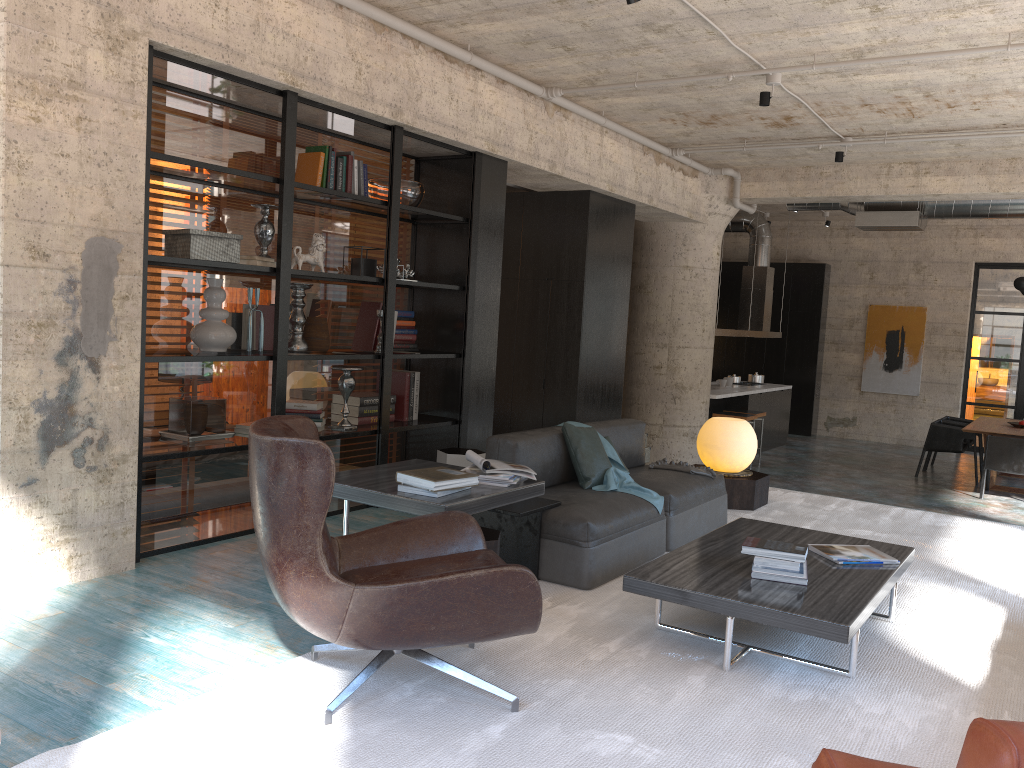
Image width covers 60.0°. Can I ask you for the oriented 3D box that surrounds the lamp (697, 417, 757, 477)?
[{"bbox_3d":[1.678,0.480,6.929,0.462,0.417,0.462,1,5,-29],"label":"lamp"}]

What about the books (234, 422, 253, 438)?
[{"bbox_3d":[-1.550,0.282,5.525,0.231,0.068,0.319,5,5,24],"label":"books"}]

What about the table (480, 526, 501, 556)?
[{"bbox_3d":[-0.226,0.858,4.112,0.316,0.340,0.365,4,4,3],"label":"table"}]

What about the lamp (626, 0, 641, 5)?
[{"bbox_3d":[0.617,-2.025,4.448,0.144,0.252,0.107,1,5,-25],"label":"lamp"}]

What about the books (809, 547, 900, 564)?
[{"bbox_3d":[1.615,0.810,4.194,0.318,0.011,0.252,2,5,-13],"label":"books"}]

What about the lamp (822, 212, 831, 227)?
[{"bbox_3d":[5.138,-2.688,14.487,0.145,0.236,0.107,5,5,16],"label":"lamp"}]

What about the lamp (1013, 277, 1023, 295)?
[{"bbox_3d":[6.803,-1.797,11.248,0.583,1.327,1.813,6,5,32],"label":"lamp"}]

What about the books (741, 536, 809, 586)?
[{"bbox_3d":[1.142,0.757,3.859,0.279,0.116,0.322,5,5,17],"label":"books"}]

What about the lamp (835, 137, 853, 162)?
[{"bbox_3d":[3.117,-2.199,8.329,0.141,0.215,0.107,5,5,15],"label":"lamp"}]

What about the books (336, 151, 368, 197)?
[{"bbox_3d":[-1.099,-1.383,5.893,0.221,0.298,0.258,6,5,32],"label":"books"}]

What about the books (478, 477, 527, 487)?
[{"bbox_3d":[-0.088,0.452,4.282,0.252,0.011,0.318,5,5,19],"label":"books"}]

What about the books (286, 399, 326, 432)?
[{"bbox_3d":[-1.379,0.209,5.807,0.306,0.188,0.257,3,4,-2],"label":"books"}]

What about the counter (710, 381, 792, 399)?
[{"bbox_3d":[3.123,0.063,13.011,1.000,0.046,3.500,6,5,32],"label":"counter"}]

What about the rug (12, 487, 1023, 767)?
[{"bbox_3d":[1.164,1.131,3.789,2.954,0.032,7.768,6,5,32],"label":"rug"}]

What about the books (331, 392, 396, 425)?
[{"bbox_3d":[-1.077,0.174,6.436,0.274,0.197,0.393,6,5,32],"label":"books"}]

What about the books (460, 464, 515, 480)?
[{"bbox_3d":[-0.100,0.420,4.277,0.252,0.011,0.318,4,5,14],"label":"books"}]

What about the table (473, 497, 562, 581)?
[{"bbox_3d":[-0.035,0.807,4.676,0.420,0.390,0.413,6,5,32],"label":"table"}]

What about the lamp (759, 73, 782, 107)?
[{"bbox_3d":[1.862,-2.122,6.390,0.141,0.215,0.107,5,5,15],"label":"lamp"}]

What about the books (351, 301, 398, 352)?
[{"bbox_3d":[-0.983,-0.412,6.391,0.216,0.354,0.256,6,5,32],"label":"books"}]

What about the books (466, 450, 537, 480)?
[{"bbox_3d":[-0.058,0.404,4.345,0.273,0.109,0.322,2,5,-17],"label":"books"}]

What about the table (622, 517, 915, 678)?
[{"bbox_3d":[1.235,0.960,4.079,0.900,0.309,1.500,6,5,32],"label":"table"}]

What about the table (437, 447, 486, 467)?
[{"bbox_3d":[-0.376,0.663,6.507,0.316,0.340,0.365,1,5,-27],"label":"table"}]

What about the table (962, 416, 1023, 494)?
[{"bbox_3d":[6.637,0.940,11.474,1.299,0.756,2.410,6,5,32],"label":"table"}]

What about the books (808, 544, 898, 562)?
[{"bbox_3d":[1.608,0.799,4.197,0.318,0.011,0.252,3,4,-8],"label":"books"}]

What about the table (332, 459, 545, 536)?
[{"bbox_3d":[-0.405,0.731,4.209,0.800,0.570,0.800,6,5,32],"label":"table"}]

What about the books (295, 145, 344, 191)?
[{"bbox_3d":[-1.235,-1.371,5.688,0.216,0.290,0.231,6,5,32],"label":"books"}]

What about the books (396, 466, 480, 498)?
[{"bbox_3d":[-0.328,0.433,3.934,0.278,0.075,0.320,7,6,37],"label":"books"}]

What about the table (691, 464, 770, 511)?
[{"bbox_3d":[1.564,0.808,6.810,0.616,0.230,1.044,6,5,32],"label":"table"}]

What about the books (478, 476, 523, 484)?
[{"bbox_3d":[-0.079,0.441,4.295,0.252,0.011,0.318,4,5,9],"label":"books"}]

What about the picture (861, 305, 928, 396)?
[{"bbox_3d":[6.506,-0.582,15.116,0.928,1.494,0.029,6,5,32],"label":"picture"}]

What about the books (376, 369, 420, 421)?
[{"bbox_3d":[-0.862,0.082,6.710,0.277,0.362,0.191,6,5,27],"label":"books"}]

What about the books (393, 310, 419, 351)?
[{"bbox_3d":[-0.917,-0.407,6.690,0.303,0.303,0.378,6,5,34],"label":"books"}]

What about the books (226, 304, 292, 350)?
[{"bbox_3d":[-1.596,-0.374,5.786,0.147,0.299,0.547,6,5,32],"label":"books"}]

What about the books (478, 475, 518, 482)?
[{"bbox_3d":[-0.095,0.430,4.284,0.252,0.011,0.318,4,5,9],"label":"books"}]

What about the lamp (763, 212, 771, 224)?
[{"bbox_3d":[4.317,-2.777,15.011,0.145,0.236,0.107,5,5,16],"label":"lamp"}]
